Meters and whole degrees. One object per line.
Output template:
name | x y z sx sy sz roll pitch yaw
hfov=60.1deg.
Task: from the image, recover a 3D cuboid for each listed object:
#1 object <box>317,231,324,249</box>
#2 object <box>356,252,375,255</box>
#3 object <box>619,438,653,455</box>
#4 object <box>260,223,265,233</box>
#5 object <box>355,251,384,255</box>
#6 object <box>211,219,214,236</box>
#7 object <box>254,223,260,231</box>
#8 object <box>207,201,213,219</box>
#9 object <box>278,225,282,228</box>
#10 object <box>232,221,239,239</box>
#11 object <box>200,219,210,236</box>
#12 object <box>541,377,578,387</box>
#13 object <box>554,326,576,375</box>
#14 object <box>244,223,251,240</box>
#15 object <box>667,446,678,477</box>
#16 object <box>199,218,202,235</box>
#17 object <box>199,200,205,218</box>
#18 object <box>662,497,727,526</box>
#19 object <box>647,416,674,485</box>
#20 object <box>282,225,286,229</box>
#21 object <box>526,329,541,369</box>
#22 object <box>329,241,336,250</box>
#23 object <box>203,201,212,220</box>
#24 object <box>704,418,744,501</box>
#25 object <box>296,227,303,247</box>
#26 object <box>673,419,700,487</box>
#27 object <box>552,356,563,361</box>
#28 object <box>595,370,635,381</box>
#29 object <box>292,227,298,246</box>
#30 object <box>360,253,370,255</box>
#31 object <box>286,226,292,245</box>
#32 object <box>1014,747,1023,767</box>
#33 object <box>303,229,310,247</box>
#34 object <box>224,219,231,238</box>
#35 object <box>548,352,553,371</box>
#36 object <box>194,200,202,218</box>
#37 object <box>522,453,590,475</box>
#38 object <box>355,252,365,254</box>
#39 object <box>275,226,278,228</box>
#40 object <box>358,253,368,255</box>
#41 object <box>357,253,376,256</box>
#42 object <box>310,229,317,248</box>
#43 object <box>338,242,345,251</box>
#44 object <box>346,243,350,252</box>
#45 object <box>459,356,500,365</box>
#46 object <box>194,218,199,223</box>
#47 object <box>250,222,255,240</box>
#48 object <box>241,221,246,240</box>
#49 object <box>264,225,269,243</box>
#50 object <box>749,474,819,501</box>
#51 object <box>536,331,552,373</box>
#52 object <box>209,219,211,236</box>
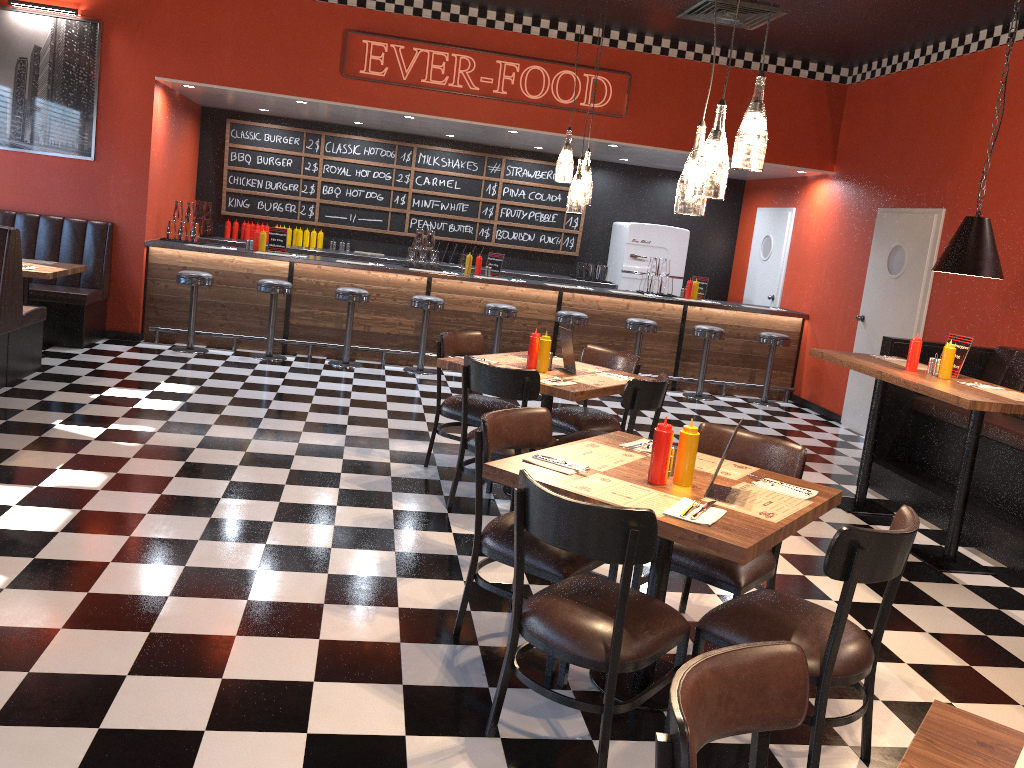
object | -2.404 -1.819 11.115 0.068 0.236 0.068 6 8 -8
object | -1.800 -1.648 11.180 0.365 0.001 0.263 5 10 -10
object | 0.539 0.251 3.585 0.158 0.019 0.255 15 13 37
object | -3.111 -1.890 11.029 0.068 0.236 0.068 6 8 -8
object | -1.799 -1.652 11.179 0.365 0.001 0.263 5 10 -8
object | -3.697 -1.914 10.842 0.105 0.207 0.106 3 9 -25
object | -3.147 -1.878 10.936 0.068 0.236 0.068 6 8 -8
object | -3.682 -2.108 10.752 0.105 0.207 0.106 3 9 -25
object | -2.870 -1.846 10.949 0.068 0.236 0.068 2 10 -33
object | -3.408 -1.906 10.918 0.068 0.236 0.068 8 8 7
object | -3.673 -1.869 10.611 0.105 0.207 0.106 3 9 -25
object | 0.256 -0.018 4.874 0.158 0.019 0.255 14 13 35
object | 0.330 -0.202 5.265 0.072 0.255 0.189 4 9 -20
object | -3.255 -1.884 10.901 0.068 0.236 0.068 2 9 -32
object | 0.563 0.266 3.195 0.047 0.135 0.094 14 11 40
object | -3.797 -1.901 10.702 0.105 0.207 0.106 3 9 -25
object | -3.771 -2.116 10.732 0.105 0.207 0.106 3 9 -25
object | 0.589 0.397 2.815 0.158 0.019 0.256 12 12 27
object | 0.520 0.228 3.082 0.068 0.236 0.068 6 8 -4
object | -2.847 -1.861 11.048 0.068 0.236 0.068 6 8 -8
object | 0.131 -0.209 5.223 0.068 0.236 0.068 12 9 33
object | -2.251 -1.753 11.144 0.094 0.135 0.047 11 9 25
object | -3.656 -2.085 10.639 0.105 0.207 0.106 3 9 -25
object | 0.729 0.250 3.047 0.072 0.255 0.189 10 9 20
object | -2.644 -1.833 11.030 0.068 0.236 0.068 2 10 -33
object | 0.612 0.237 3.096 0.068 0.236 0.068 6 8 -4
object | 0.205 -0.172 5.688 0.158 0.019 0.255 15 13 37
object | 0.597 -0.054 5.302 0.256 0.019 0.158 13 12 29
object | -2.705 -1.850 11.082 0.068 0.236 0.068 2 10 -33
object | -1.801 -1.642 11.181 0.365 0.001 0.263 5 10 -10
object | -2.777 -1.848 11.024 0.068 0.236 0.068 5 8 -11
object | 0.926 0.681 1.482 0.158 0.019 0.255 15 13 36
object | -2.570 -1.833 11.076 0.068 0.236 0.068 5 8 -12
object | -3.497 -1.913 10.897 0.068 0.236 0.068 2 9 -32
object | 0.214 -0.154 5.270 0.046 0.135 0.094 4 9 -20
object | -3.765 -2.094 10.615 0.105 0.207 0.106 3 9 -25
object | 0.177 0.284 3.161 0.256 0.019 0.158 14 12 34
object | -1.800 -1.646 11.180 0.365 0.001 0.263 5 10 -10
object | -2.931 -1.866 11.017 0.068 0.236 0.068 2 9 -32
object | -1.801 -1.639 11.181 0.365 0.001 0.263 5 10 -9
object | -1.801 -1.638 11.181 0.365 0.001 0.263 5 10 -8
object | -2.488 -1.827 11.100 0.068 0.236 0.068 6 8 -8
object | -2.142 -1.745 11.170 0.047 0.135 0.094 13 10 35
object | -2.061 -1.730 11.143 0.046 0.135 0.094 5 9 -15
object | -0.176 -0.141 5.260 0.256 0.019 0.157 15 13 39
object | -3.786 -1.878 10.581 0.105 0.207 0.106 3 9 -25
object | -3.224 -1.896 10.987 0.068 0.236 0.068 6 8 -8
object | -3.319 -1.906 10.975 0.068 0.236 0.068 6 8 -8
object | -3.041 -1.871 10.971 0.068 0.236 0.068 6 8 -8
object | 0.972 0.370 3.223 0.256 0.019 0.158 14 13 36
object | 0.188 -0.189 5.151 0.068 0.236 0.068 8 8 5
object | -3.691 -1.893 10.727 0.105 0.207 0.106 3 9 -25
